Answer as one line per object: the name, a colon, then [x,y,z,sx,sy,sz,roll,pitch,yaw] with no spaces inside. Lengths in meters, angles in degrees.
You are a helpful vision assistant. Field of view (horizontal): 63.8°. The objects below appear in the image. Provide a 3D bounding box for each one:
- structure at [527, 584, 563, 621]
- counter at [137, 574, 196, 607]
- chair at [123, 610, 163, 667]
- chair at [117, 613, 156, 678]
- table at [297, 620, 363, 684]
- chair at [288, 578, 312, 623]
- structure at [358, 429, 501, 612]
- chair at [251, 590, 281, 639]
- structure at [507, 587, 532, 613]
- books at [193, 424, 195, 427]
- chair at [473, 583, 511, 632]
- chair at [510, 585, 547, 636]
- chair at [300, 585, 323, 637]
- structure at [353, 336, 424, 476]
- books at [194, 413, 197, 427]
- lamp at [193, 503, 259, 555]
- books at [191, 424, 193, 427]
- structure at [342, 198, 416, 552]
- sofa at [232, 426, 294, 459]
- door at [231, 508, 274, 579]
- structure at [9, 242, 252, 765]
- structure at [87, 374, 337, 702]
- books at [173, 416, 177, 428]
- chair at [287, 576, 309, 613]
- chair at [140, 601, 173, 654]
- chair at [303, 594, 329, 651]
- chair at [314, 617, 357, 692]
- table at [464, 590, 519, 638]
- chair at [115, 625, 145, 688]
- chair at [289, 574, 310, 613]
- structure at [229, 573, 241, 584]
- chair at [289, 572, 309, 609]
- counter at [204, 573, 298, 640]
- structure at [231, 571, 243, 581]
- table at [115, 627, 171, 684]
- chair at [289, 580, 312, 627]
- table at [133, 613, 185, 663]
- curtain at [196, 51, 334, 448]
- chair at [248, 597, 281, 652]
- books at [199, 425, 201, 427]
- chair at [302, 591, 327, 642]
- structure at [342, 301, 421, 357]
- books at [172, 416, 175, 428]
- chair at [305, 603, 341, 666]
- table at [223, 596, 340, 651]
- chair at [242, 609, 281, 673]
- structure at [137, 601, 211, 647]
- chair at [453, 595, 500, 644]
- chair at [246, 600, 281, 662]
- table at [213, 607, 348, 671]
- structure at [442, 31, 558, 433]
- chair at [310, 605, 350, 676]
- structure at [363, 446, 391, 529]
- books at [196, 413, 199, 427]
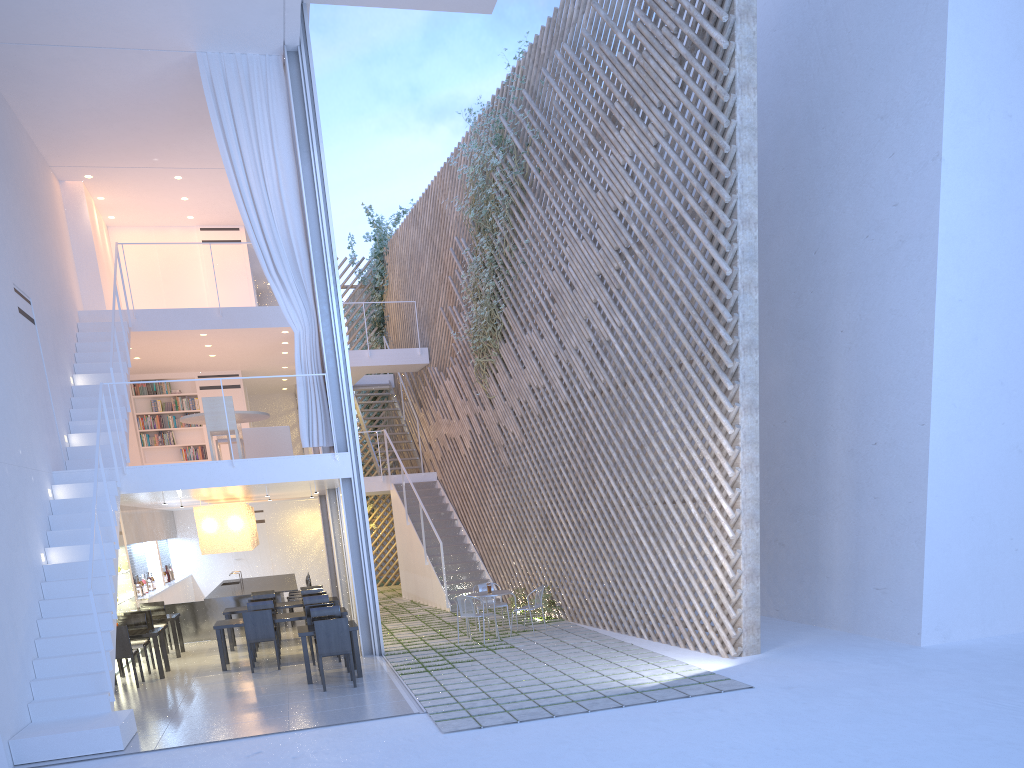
structure: [0.269,1.842,6.938,0.289,0.336,0.312,-7,4,-30]
counter: [-3.772,2.410,8.984,0.230,0.443,3.606,-7,-7,-16]
chair: [-2.837,1.951,6.354,0.190,0.457,0.228,-7,9,-15]
chair: [-2.711,1.875,5.899,0.190,0.457,0.228,-7,9,-15]
table: [-1.145,1.687,5.187,0.356,0.345,0.344,-5,3,-15]
chair: [-2.105,2.159,8.204,0.237,0.458,0.181,-7,10,-16]
structure: [-1.085,1.382,8.623,1.163,2.037,1.924,-8,4,-22]
chair: [-2.098,1.987,7.026,0.190,0.457,0.228,-7,9,-15]
structure: [0.084,1.980,7.553,0.265,0.271,0.255,-5,3,-7]
books: [-3.378,0.402,8.727,0.018,0.126,0.082,-8,7,-16]
chair: [-0.178,1.795,6.642,0.260,0.396,0.238,-6,7,-15]
chair: [0.137,1.706,6.208,0.250,0.396,0.248,-1,8,25]
chair: [-1.704,1.968,7.122,0.190,0.457,0.228,-7,9,-15]
structure: [-1.607,0.251,10.187,0.526,1.964,1.220,-9,8,-22]
books: [-3.351,0.388,8.729,0.009,0.152,0.086,-8,8,-17]
lamp: [-2.867,1.470,8.391,0.443,0.432,2.286,-5,-7,-16]
books: [-3.394,0.401,8.720,0.015,0.129,0.089,-8,7,-17]
structure: [-1.928,0.214,11.694,1.100,4.710,3.202,-8,7,-18]
sofa: [-2.194,0.622,7.249,0.495,0.377,0.975,-5,-5,-16]
door: [-3.277,1.858,8.178,0.480,1.198,5.429,-5,-7,-4]
structure: [-2.033,0.282,5.264,1.711,3.434,3.579,-7,3,-16]
structure: [-1.618,0.766,4.753,1.352,1.864,1.398,-6,6,-15]
books: [-3.559,0.407,8.690,0.020,0.136,0.067,-8,9,-16]
chair: [-2.204,2.213,8.521,0.236,0.458,0.182,-8,10,-19]
chair: [-2.968,2.031,6.829,0.190,0.457,0.228,-7,9,-15]
chair: [-1.446,1.811,6.192,0.190,0.457,0.228,-7,9,-15]
chair: [-1.049,1.584,4.861,0.190,0.457,0.228,-7,9,-15]
table: [-0.162,1.770,6.334,0.349,0.347,0.335,-3,3,37]
chair: [-2.579,1.794,5.424,0.190,0.457,0.228,-7,9,-15]
chair: [-2.275,2.266,8.844,0.237,0.458,0.181,-7,10,-17]
structure: [-2.978,2.093,8.853,0.111,0.129,0.033,-5,12,-13]
chair: [-2.360,2.320,9.164,0.238,0.458,0.181,-6,10,-12]
counter: [-2.653,2.286,8.622,0.807,0.382,2.497,-4,-8,-16]
structure: [-3.067,2.147,9.172,0.111,0.129,0.033,-5,12,-13]
table: [-2.603,1.887,5.724,0.356,0.345,0.344,-5,3,-15]
chair: [-2.021,2.105,7.883,0.238,0.458,0.181,-6,10,-13]
table: [-2.848,2.035,6.606,0.356,0.345,0.344,-5,3,-15]
curtain: [-1.551,-0.791,5.264,0.508,2.527,0.091,-8,13,-16]
chair: [-1.976,1.913,6.584,0.190,0.457,0.228,-7,9,-15]
books: [-3.325,0.387,8.737,0.011,0.151,0.083,-8,9,-17]
chair: [-1.581,1.894,6.679,0.190,0.457,0.228,-7,9,-15]
structure: [-1.585,-0.588,8.936,1.130,0.595,0.026,-4,13,-13]
books: [-3.569,0.407,8.675,0.007,0.134,0.092,-8,7,-17]
chair: [-1.323,1.737,5.750,0.190,0.457,0.228,-7,9,-15]
table: [-1.889,1.989,6.839,0.908,0.344,0.344,-3,2,-14]
chair: [-1.718,1.756,5.654,0.190,0.457,0.228,-7,9,-15]
structure: [-2.985,2.125,7.282,0.551,0.387,0.011,-4,13,-13]
chair: [-0.276,1.713,6.024,0.263,0.396,0.235,-1,8,30]
chair: [-1.841,1.830,6.097,0.190,0.457,0.228,-7,9,-15]
table: [-1.644,1.841,5.958,0.908,0.344,0.344,-3,2,-14]
structure: [-0.029,-1.021,6.939,0.726,2.832,2.309,-10,6,-25]
chair: [-1.180,1.665,5.336,0.190,0.457,0.228,-7,9,-15]
structure: [-2.085,1.815,11.165,1.133,2.086,0.274,-6,13,-13]
books: [-3.335,0.390,8.734,0.010,0.147,0.086,-8,8,-17]
